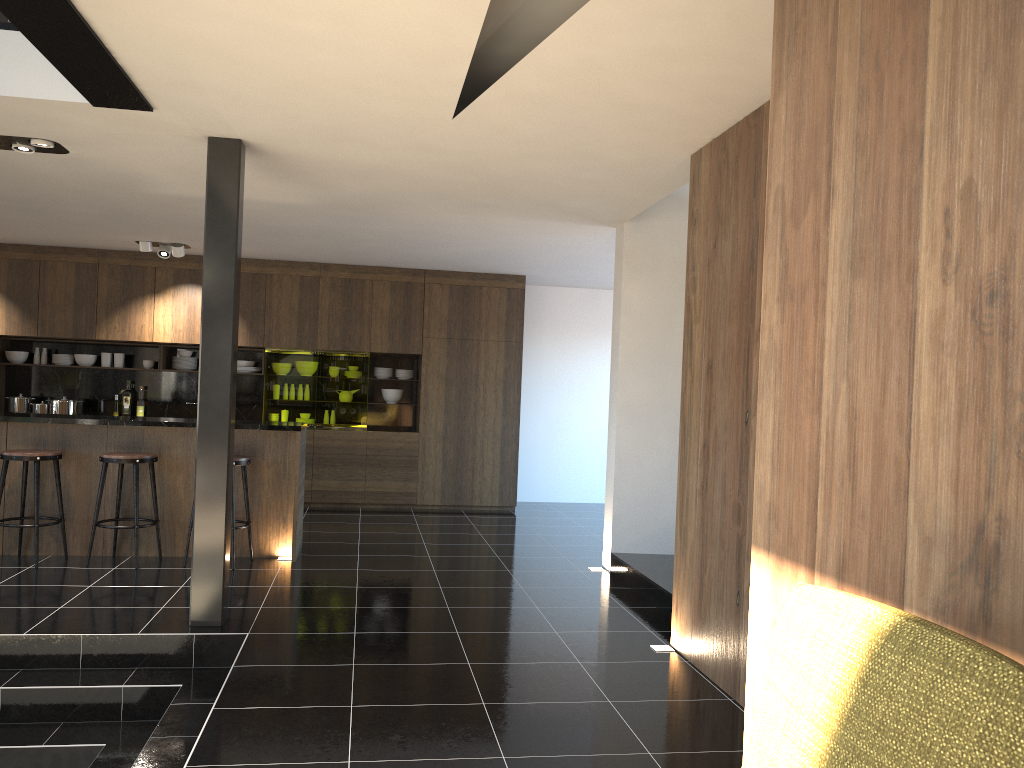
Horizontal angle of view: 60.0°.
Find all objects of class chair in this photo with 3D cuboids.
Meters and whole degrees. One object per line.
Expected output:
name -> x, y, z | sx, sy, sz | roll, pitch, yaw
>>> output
chair -> 0.064, 0.823, 1.029 | 1.031, 1.097, 0.807 | 2, 0, -10
chair -> -2.806, 0.909, 6.463 | 0.412, 0.799, 0.412 | 2, 0, 0
chair -> -3.457, 0.882, 6.356 | 0.412, 0.799, 0.412 | 2, 0, 0
chair -> -2.155, 0.936, 6.571 | 0.412, 0.799, 0.412 | 2, 0, 0

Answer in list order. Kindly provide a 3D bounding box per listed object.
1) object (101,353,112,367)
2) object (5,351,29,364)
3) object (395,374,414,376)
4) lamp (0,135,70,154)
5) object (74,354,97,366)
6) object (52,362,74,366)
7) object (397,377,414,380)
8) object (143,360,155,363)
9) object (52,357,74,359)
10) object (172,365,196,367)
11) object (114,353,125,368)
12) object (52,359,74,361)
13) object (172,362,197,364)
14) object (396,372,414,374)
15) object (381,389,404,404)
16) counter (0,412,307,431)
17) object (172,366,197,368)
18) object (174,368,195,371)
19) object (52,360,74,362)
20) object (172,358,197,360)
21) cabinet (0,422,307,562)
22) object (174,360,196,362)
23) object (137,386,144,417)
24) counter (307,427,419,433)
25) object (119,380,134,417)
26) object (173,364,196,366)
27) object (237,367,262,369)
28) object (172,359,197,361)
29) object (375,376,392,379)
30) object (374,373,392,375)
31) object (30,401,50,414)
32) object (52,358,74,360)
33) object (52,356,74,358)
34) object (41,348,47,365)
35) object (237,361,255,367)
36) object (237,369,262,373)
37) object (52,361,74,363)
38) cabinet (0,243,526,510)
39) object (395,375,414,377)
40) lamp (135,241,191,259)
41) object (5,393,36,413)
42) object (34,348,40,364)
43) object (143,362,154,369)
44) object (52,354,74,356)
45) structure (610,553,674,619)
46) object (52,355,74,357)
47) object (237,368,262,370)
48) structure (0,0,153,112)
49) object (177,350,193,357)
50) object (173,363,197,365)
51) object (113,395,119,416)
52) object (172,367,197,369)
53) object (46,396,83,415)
object -> -4.543, -0.267, 9.931 | 0.109, 0.161, 0.109 | 2, 0, -27
object -> -5.472, -0.290, 9.801 | 0.234, 0.138, 0.234 | 2, 0, -7
object -> -1.269, -0.092, 10.486 | 0.220, 0.033, 0.220 | 3, -1, -26
lamp -> -2.882, -1.460, 5.186 | 0.501, 0.194, 0.349 | 2, 0, -9
object -> -4.768, -0.258, 9.917 | 0.234, 0.138, 0.234 | 2, 0, 10
object -> -4.998, -0.218, 9.871 | 0.220, 0.033, 0.220 | 2, -1, -13
object -> -1.270, -0.067, 10.486 | 0.220, 0.033, 0.220 | 3, -1, -26
object -> -4.108, -0.229, 10.026 | 0.122, 0.072, 0.122 | 2, 0, 16
object -> -4.996, -0.276, 9.871 | 0.220, 0.033, 0.220 | 2, -1, -13
object -> -3.750, -0.194, 10.157 | 0.269, 0.024, 0.269 | 2, -1, 29
object -> -4.410, -0.262, 9.953 | 0.109, 0.161, 0.109 | 2, 0, 3
object -> -4.997, -0.253, 9.871 | 0.220, 0.033, 0.220 | 2, -1, -13
object -> -3.749, -0.229, 10.157 | 0.269, 0.024, 0.269 | 2, -1, 29
object -> -1.268, -0.115, 10.486 | 0.220, 0.033, 0.220 | 3, -1, -26
object -> -1.412, 0.148, 10.475 | 0.264, 0.170, 0.264 | 2, 0, -35
counter -> -3.423, 0.268, 6.805 | 3.574, 0.041, 0.698 | 2, -1, -9
object -> -3.751, -0.183, 10.157 | 0.269, 0.024, 0.269 | 2, -1, 29
object -> -3.751, -0.167, 10.157 | 0.269, 0.024, 0.269 | 2, -1, 29
object -> -4.997, -0.242, 9.871 | 0.220, 0.033, 0.220 | 2, -1, -13
object -> -3.747, -0.276, 10.156 | 0.269, 0.024, 0.269 | 2, -1, 29
cabinet -> -3.442, 0.787, 6.808 | 3.564, 0.994, 0.698 | 2, 0, -9
object -> -3.748, -0.257, 10.157 | 0.269, 0.024, 0.269 | 2, -1, 29
object -> -4.231, 0.220, 10.103 | 0.077, 0.395, 0.077 | 2, 0, 33
counter -> -3.380, 0.453, 9.993 | 4.591, 0.005, 0.862 | 2, -1, -9
object -> -4.385, 0.185, 10.070 | 0.133, 0.451, 0.116 | 2, 0, -9
object -> -3.749, -0.211, 10.157 | 0.269, 0.024, 0.269 | 2, -1, 29
object -> -3.082, -0.173, 10.198 | 0.438, 0.039, 0.438 | 2, -1, 27
object -> -3.747, -0.266, 10.156 | 0.269, 0.024, 0.269 | 2, -1, 29
object -> -1.520, -0.078, 10.445 | 0.220, 0.033, 0.220 | 2, 0, 0
object -> -1.519, -0.102, 10.445 | 0.220, 0.033, 0.220 | 2, 0, 0
object -> -5.110, 0.261, 9.650 | 0.195, 0.143, 0.210 | 2, 0, 39
object -> -4.996, -0.266, 9.871 | 0.220, 0.033, 0.220 | 2, -1, -13
object -> -4.996, -0.286, 9.871 | 0.220, 0.033, 0.220 | 2, -1, -13
object -> -5.193, -0.308, 9.847 | 0.060, 0.185, 0.060 | 2, 0, -41
object -> -3.083, -0.220, 10.199 | 0.254, 0.088, 0.254 | 2, 0, 16
object -> -3.083, -0.146, 10.198 | 0.438, 0.039, 0.438 | 2, -1, 27
object -> -4.998, -0.230, 9.871 | 0.220, 0.033, 0.220 | 2, -1, -13
cabinet -> -3.363, -0.033, 9.985 | 6.893, 2.690, 0.869 | 2, 0, -9
object -> -1.269, -0.080, 10.486 | 0.220, 0.033, 0.220 | 3, -1, -26
lamp -> -3.493, -1.408, 8.889 | 0.501, 0.280, 0.349 | 2, 0, -9
object -> -5.376, 0.212, 9.698 | 0.236, 0.218, 0.255 | 2, 0, 39
object -> -5.268, -0.311, 9.834 | 0.060, 0.185, 0.060 | 2, 0, 22
object -> -4.109, -0.204, 10.026 | 0.122, 0.072, 0.122 | 2, 0, 16
object -> -4.995, -0.311, 9.871 | 0.220, 0.033, 0.220 | 2, -1, -13
structure -> 2.325, -0.016, 3.698 | 1.964, 3.018, 6.661 | 2, 0, -9
object -> -4.995, -0.299, 9.871 | 0.220, 0.033, 0.220 | 2, -1, -13
object -> -3.083, -0.158, 10.198 | 0.438, 0.039, 0.438 | 2, -1, 27
structure -> -2.653, -0.224, 0.568 | 3.447, 4.868, 7.279 | 2, 0, -10
object -> -3.747, -0.337, 10.155 | 0.168, 0.087, 0.168 | 2, 0, 10
object -> -3.749, -0.222, 10.157 | 0.269, 0.024, 0.269 | 2, -1, 29
object -> -4.486, 0.263, 10.050 | 0.057, 0.287, 0.058 | 2, 0, 4
object -> -3.751, -0.174, 10.157 | 0.269, 0.024, 0.269 | 2, -1, 29
object -> -4.836, 0.242, 9.578 | 0.278, 0.218, 0.300 | 2, 0, 24
